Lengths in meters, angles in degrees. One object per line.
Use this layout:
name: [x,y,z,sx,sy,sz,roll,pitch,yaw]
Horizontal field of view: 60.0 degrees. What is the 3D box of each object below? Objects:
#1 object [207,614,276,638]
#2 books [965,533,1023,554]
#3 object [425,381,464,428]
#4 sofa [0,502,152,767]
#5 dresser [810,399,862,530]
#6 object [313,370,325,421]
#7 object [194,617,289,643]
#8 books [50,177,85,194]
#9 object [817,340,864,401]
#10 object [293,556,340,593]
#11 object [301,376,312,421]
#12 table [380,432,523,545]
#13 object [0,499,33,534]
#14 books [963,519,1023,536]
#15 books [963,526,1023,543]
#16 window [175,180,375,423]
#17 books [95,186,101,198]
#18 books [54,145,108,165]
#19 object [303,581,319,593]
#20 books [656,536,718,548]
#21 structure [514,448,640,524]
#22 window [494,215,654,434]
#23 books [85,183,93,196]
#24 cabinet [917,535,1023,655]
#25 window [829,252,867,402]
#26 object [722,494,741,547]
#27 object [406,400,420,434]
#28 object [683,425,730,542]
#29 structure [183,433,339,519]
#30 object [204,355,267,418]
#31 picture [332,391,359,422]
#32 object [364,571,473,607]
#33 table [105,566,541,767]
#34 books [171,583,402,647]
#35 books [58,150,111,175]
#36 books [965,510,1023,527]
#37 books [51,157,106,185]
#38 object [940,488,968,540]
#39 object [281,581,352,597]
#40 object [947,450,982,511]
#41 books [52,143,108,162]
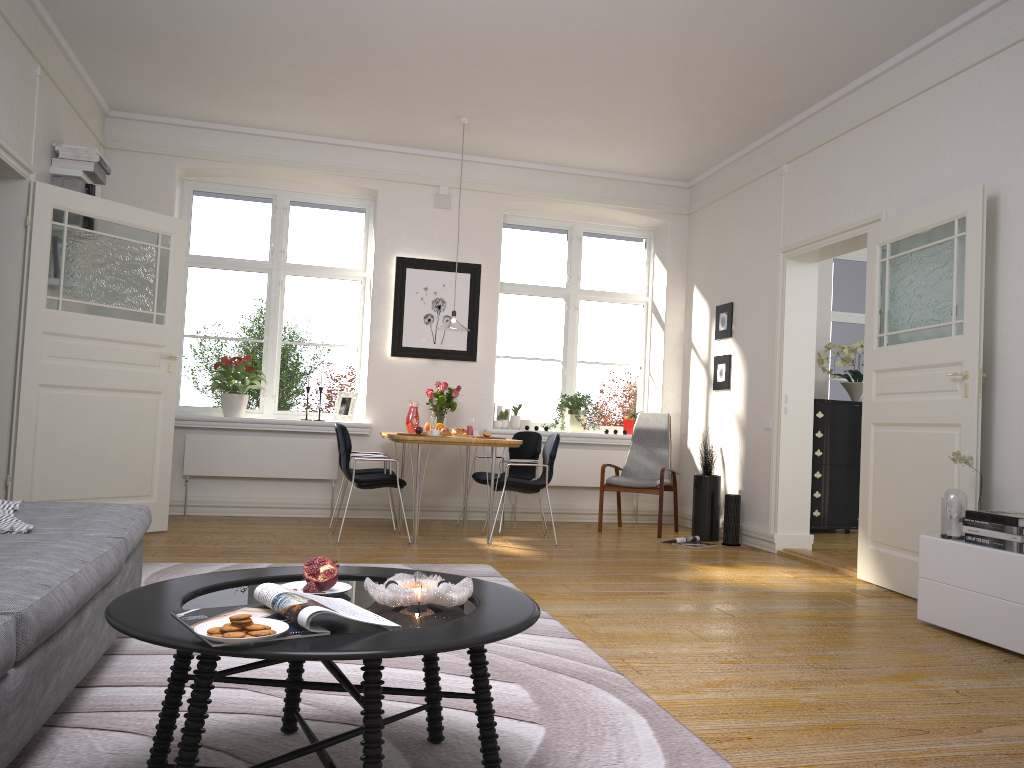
object: [-0.501,0.446,1.644,0.117,0.036,0.122,1,-3,38]
books: [2.203,0.692,3.856,0.261,0.044,0.348,3,-3,-11]
object: [-0.546,0.191,7.214,0.332,0.447,0.271,4,-3,-22]
sofa: [-1.539,0.498,1.699,1.113,0.772,3.028,3,-3,-13]
dresser: [2.942,0.774,8.259,0.932,1.232,0.616,3,-3,-14]
object: [-1.634,0.091,7.563,0.094,0.448,0.095,2,-3,9]
object: [-0.501,0.459,1.645,0.170,0.015,0.164,4,-3,-32]
books: [-2.921,-1.190,5.812,0.192,0.307,0.064,3,-3,-15]
object: [3.233,-0.132,8.376,0.803,0.616,0.409,5,-3,-37]
object: [-0.468,0.461,2.144,0.109,0.082,0.089,2,-3,21]
object: [-1.744,0.112,7.565,0.094,0.396,0.095,2,-3,9]
table: [-0.516,0.767,6.724,0.921,0.745,1.485,3,-3,-13]
object: [-1.908,0.503,2.908,0.866,0.866,0.632,0,-3,42]
books: [2.208,0.624,3.859,0.290,0.031,0.348,3,-3,-13]
books: [2.193,0.655,3.866,0.262,0.031,0.325,3,-3,-15]
window: [-2.932,-0.394,10.200,2.030,2.474,5.286,3,-3,-15]
books: [-2.912,-1.183,5.946,0.261,0.309,0.070,3,-3,-15]
books: [-2.873,-1.519,5.918,0.261,0.030,0.301,3,-3,-14]
object: [-0.472,0.479,2.075,0.036,0.036,0.044,3,-3,-5]
books: [1.354,1.208,6.848,0.365,0.048,0.311,0,-4,44]
structure: [0.591,1.007,7.963,1.212,0.845,0.094,3,-3,-15]
window: [121.539,-2.528,193.104,501.416,104.419,294.324,3,-3,-14]
books: [-2.942,-1.188,5.896,0.274,0.310,0.062,3,-3,-15]
cabinet: [2.289,0.912,3.696,0.464,0.400,1.189,3,-3,-13]
window: [3.828,-0.353,9.325,1.622,2.005,0.076,3,-3,-15]
object: [1.706,1.054,6.869,0.147,0.390,0.142,5,-3,-39]
object: [-0.796,0.267,7.134,0.092,0.267,0.118,2,-3,24]
object: [1.570,0.793,7.167,0.418,0.924,0.362,1,-3,35]
structure: [-2.054,0.853,7.263,1.212,0.845,0.094,3,-3,-15]
object: [-2.278,0.016,7.328,0.545,0.520,0.524,3,-3,-10]
picture: [-1.443,0.197,7.731,0.213,0.270,0.116,2,-3,23]
object: [-0.218,0.481,2.066,0.254,0.062,0.253,3,-3,-6]
table: [-0.417,0.716,2.018,0.954,0.449,0.933,3,-3,-16]
books: [-0.459,0.456,1.802,0.379,0.048,0.299,4,-3,-35]
books: [-2.856,-1.478,5.929,0.252,0.049,0.328,3,-3,-14]
books: [2.203,0.590,3.872,0.261,0.038,0.322,3,-3,-11]
books: [-2.900,-1.423,5.939,0.261,0.065,0.348,3,-3,-14]
object: [2.057,0.603,4.122,0.113,0.234,0.115,2,-3,19]
object: [-0.471,0.495,2.130,0.165,0.015,0.170,1,-3,31]
object: [2.169,0.522,4.166,0.236,0.411,0.093,0,-4,45]
books: [-2.886,-1.542,5.931,0.268,0.015,0.311,3,-3,-14]
